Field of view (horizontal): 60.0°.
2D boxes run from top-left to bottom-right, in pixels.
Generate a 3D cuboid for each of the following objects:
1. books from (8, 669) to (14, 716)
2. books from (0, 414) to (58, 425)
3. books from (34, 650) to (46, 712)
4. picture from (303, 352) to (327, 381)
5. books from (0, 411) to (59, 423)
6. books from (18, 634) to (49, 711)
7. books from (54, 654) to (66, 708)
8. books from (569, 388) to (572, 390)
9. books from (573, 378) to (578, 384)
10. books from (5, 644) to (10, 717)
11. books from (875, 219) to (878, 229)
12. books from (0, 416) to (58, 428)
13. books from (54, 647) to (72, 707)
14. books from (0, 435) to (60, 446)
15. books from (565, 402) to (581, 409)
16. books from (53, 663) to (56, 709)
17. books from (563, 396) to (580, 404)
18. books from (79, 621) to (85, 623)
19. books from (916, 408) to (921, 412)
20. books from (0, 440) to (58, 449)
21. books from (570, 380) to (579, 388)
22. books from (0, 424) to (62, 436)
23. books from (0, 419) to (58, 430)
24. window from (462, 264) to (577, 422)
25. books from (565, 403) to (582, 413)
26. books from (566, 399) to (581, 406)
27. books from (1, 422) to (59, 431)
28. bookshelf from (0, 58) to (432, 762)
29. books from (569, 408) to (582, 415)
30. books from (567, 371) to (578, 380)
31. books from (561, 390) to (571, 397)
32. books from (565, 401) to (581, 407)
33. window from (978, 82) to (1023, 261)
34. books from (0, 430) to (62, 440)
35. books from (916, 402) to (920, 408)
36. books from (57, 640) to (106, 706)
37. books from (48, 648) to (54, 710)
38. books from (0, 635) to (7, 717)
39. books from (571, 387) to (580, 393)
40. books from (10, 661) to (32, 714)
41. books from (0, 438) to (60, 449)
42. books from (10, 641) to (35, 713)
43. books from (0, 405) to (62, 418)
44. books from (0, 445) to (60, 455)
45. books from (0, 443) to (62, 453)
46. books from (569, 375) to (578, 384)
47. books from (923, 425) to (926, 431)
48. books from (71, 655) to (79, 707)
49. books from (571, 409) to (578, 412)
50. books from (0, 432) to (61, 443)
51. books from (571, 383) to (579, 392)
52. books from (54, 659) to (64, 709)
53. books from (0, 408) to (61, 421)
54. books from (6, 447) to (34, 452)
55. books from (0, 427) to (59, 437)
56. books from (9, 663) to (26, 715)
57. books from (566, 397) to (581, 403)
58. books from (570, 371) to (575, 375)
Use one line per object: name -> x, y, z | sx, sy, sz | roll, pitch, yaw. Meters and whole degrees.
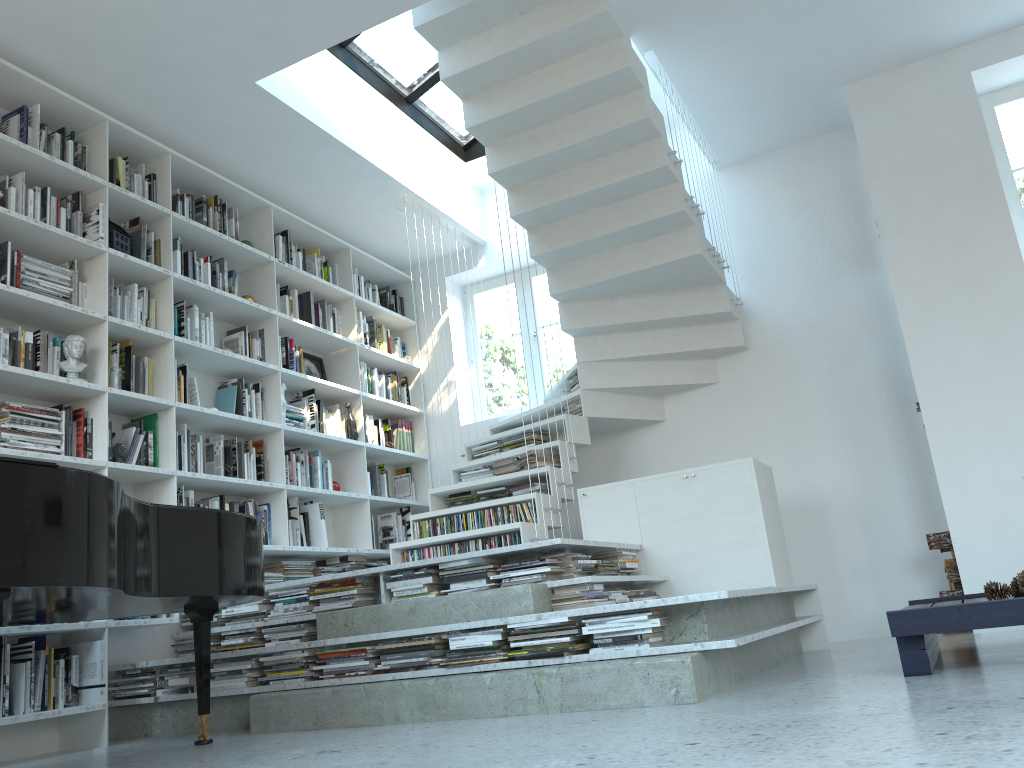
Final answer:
books -> -2.158, 1.292, 3.742 | 0.129, 0.211, 0.040 | -14, -16, 24
books -> -2.255, 0.179, 4.080 | 0.161, 0.012, 0.254 | -13, -16, 21
books -> -2.086, 1.283, 3.813 | 0.187, 0.250, 0.044 | -14, -16, 24
picture -> -1.398, -0.072, 6.193 | 0.077, 0.299, 0.301 | -13, -16, 24
books -> -2.254, 0.167, 4.082 | 0.161, 0.012, 0.254 | -12, -16, 20
books -> -2.081, 1.258, 3.848 | 0.186, 0.316, 0.013 | -14, -16, 24
books -> -2.046, 1.325, 3.938 | 0.162, 0.227, 0.028 | -14, -16, 24
books -> 0.475, 0.053, 6.117 | 0.175, 0.012, 0.266 | -6, -15, -3
books -> 0.528, -0.023, 5.854 | 0.212, 0.028, 0.191 | -3, -16, -12
books -> -2.163, 1.241, 3.697 | 0.185, 0.287, 0.014 | -14, -16, 24
books -> 2.295, -0.983, 5.250 | 0.260, 0.009, 0.140 | -13, -17, 23
books -> -2.251, 0.191, 4.076 | 0.161, 0.012, 0.254 | -12, -16, 20
books -> -2.031, 1.313, 3.955 | 0.176, 0.255, 0.013 | -14, -16, 24
books -> -2.248, 0.273, 4.058 | 0.159, 0.012, 0.285 | -14, -17, 25
books -> 0.507, 0.147, 5.859 | 0.290, 0.006, 0.149 | 4, -19, -34
books -> -2.065, 1.333, 3.891 | 0.155, 0.190, 0.024 | -14, -16, 24
books -> 0.499, 0.113, 5.872 | 0.300, 0.007, 0.159 | 6, -19, -38
books -> -2.010, 0.983, 4.055 | 0.167, 0.238, 0.010 | -14, -16, 24
books -> 2.405, 0.120, 4.958 | 0.264, 0.005, 0.115 | -13, -17, 23
books -> -2.237, 0.293, 4.048 | 0.161, 0.012, 0.254 | -12, -16, 19
books -> 0.529, -0.003, 5.855 | 0.256, 0.010, 0.163 | -1, -16, -19
books -> -2.245, 0.225, 4.066 | 0.159, 0.012, 0.285 | -15, -17, 29
books -> -2.252, 0.203, 4.074 | 0.161, 0.012, 0.254 | -13, -16, 21
window -> 0.148, -0.339, 6.952 | 1.118, 1.222, 0.042 | -14, -16, 24
books -> 0.511, 0.158, 5.845 | 0.262, 0.023, 0.200 | 5, -19, -36
books -> 0.496, 0.134, 5.874 | 0.262, 0.016, 0.132 | 7, -20, -40
books -> -2.250, 0.214, 4.071 | 0.161, 0.012, 0.254 | -15, -17, 27
bookshelf -> -2.176, 0.094, 4.146 | 0.330, 3.133, 6.309 | -13, -16, 24
books -> 0.515, 0.186, 5.844 | 0.238, 0.018, 0.174 | 5, -19, -36
books -> 0.524, -0.059, 5.863 | 0.283, 0.012, 0.175 | -1, -16, -19
books -> 0.450, 0.080, 6.109 | 0.226, 0.012, 0.285 | -6, -15, -2
books -> 0.504, 0.142, 5.862 | 0.285, 0.007, 0.160 | 5, -19, -37
window -> 3.322, -1.258, 4.950 | 1.118, 1.222, 0.072 | -14, -16, 24
books -> -2.242, 0.248, 4.060 | 0.159, 0.012, 0.285 | -15, -17, 29
books -> 2.408, 0.093, 4.979 | 0.253, 0.006, 0.141 | -14, -17, 26
books -> -1.942, 1.308, 3.999 | 0.277, 0.268, 0.038 | -14, -16, 24
books -> -2.067, 1.295, 3.880 | 0.171, 0.257, 0.011 | -14, -16, 24
books -> -2.171, 1.215, 3.690 | 0.183, 0.334, 0.014 | -14, -16, 24
books -> 0.529, 0.039, 5.861 | 0.247, 0.015, 0.142 | -2, -16, -16
books -> -2.113, 1.296, 3.770 | 0.170, 0.209, 0.029 | -14, -16, 24
books -> -2.249, 0.285, 4.056 | 0.159, 0.012, 0.285 | -14, -17, 24
books -> -2.110, 1.260, 3.798 | 0.184, 0.292, 0.011 | -14, -16, 24
books -> -2.254, 0.143, 4.087 | 0.159, 0.012, 0.285 | -12, -16, 19
books -> -2.243, 0.318, 4.046 | 0.159, 0.012, 0.285 | -13, -17, 23
books -> -2.235, 0.305, 4.045 | 0.159, 0.012, 0.285 | -15, -17, 29
books -> 0.518, -0.035, 5.889 | 0.250, 0.017, 0.135 | -3, -16, -14
books -> 2.426, 0.223, 4.951 | 0.232, 0.011, 0.159 | -14, -17, 25
books -> -2.014, 1.334, 3.966 | 0.191, 0.217, 0.029 | -14, -16, 24
books -> 0.508, 0.177, 5.854 | 0.208, 0.008, 0.144 | 8, -21, -43
books -> -2.247, 0.261, 4.060 | 0.159, 0.012, 0.285 | -14, -17, 26
books -> 0.531, 0.019, 5.851 | 0.250, 0.017, 0.181 | -3, -16, -14
books -> -2.046, 1.328, 3.908 | 0.191, 0.204, 0.022 | -14, -16, 24
books -> -2.259, 0.156, 4.087 | 0.159, 0.012, 0.285 | -14, -17, 26
books -> -2.233, 0.328, 4.039 | 0.159, 0.012, 0.285 | -12, -16, 19
books -> -2.244, 0.237, 4.063 | 0.161, 0.012, 0.254 | -12, -16, 19
books -> -2.118, 1.293, 3.750 | 0.180, 0.205, 0.010 | -14, -16, 24
books -> 0.508, 0.117, 5.860 | 0.266, 0.008, 0.164 | 8, -21, -43
books -> 0.515, -0.063, 5.897 | 0.261, 0.016, 0.129 | -3, -16, -13
